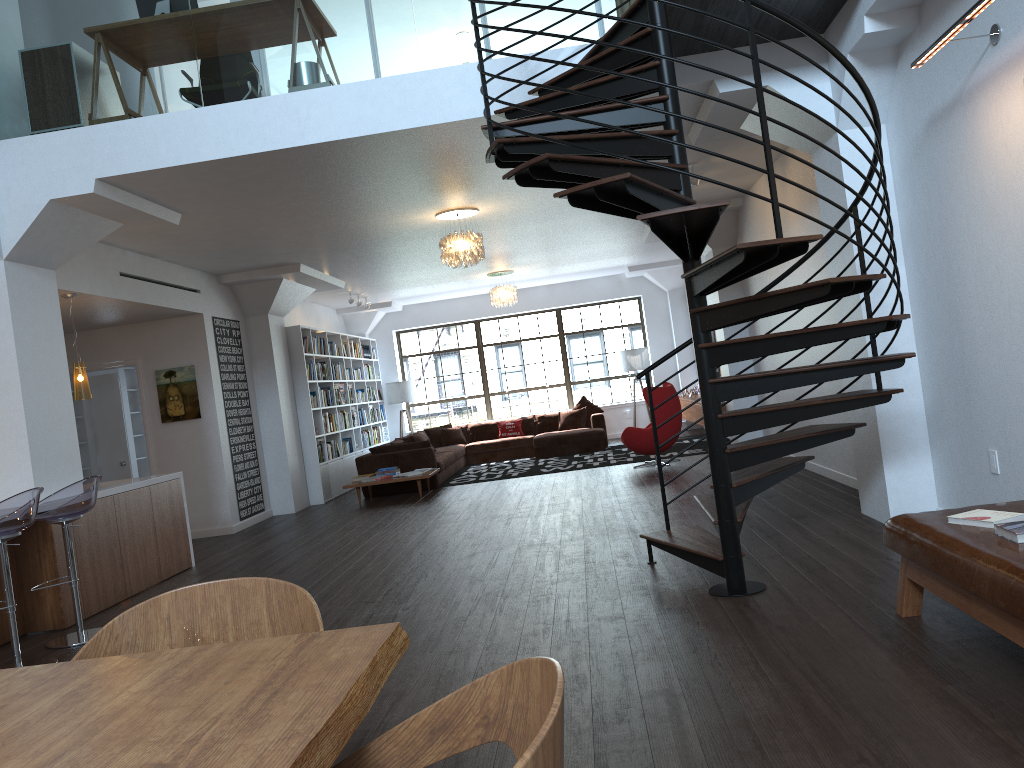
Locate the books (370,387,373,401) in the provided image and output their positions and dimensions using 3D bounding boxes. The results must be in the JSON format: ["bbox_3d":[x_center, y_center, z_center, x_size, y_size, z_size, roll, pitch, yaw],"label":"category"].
[{"bbox_3d":[-2.551,0.188,15.593,0.180,0.259,0.042,-8,0,4],"label":"books"}]

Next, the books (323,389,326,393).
[{"bbox_3d":[-2.765,0.214,12.772,0.182,0.253,0.034,-8,0,4],"label":"books"}]

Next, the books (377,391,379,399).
[{"bbox_3d":[-2.501,0.201,16.052,0.161,0.222,0.084,-8,0,4],"label":"books"}]

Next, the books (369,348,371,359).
[{"bbox_3d":[-2.631,-0.555,15.877,0.183,0.253,0.042,-8,0,4],"label":"books"}]

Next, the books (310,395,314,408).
[{"bbox_3d":[-2.783,0.250,12.098,0.134,0.184,0.030,-8,0,4],"label":"books"}]

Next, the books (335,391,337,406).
[{"bbox_3d":[-2.706,0.222,13.270,0.161,0.223,0.032,-8,0,4],"label":"books"}]

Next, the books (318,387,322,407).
[{"bbox_3d":[-2.782,0.200,12.420,0.197,0.283,0.065,-8,0,4],"label":"books"}]

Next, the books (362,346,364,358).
[{"bbox_3d":[-2.651,-0.538,15.366,0.161,0.223,0.032,-8,0,4],"label":"books"}]

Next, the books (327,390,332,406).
[{"bbox_3d":[-2.731,0.216,12.904,0.174,0.239,0.045,-8,0,4],"label":"books"}]

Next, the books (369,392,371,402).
[{"bbox_3d":[-2.546,0.205,15.403,0.161,0.223,0.032,-8,0,4],"label":"books"}]

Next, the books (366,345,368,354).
[{"bbox_3d":[-2.650,-0.553,15.703,0.183,0.253,0.042,-8,0,4],"label":"books"}]

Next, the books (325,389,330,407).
[{"bbox_3d":[-2.740,0.211,12.804,0.182,0.253,0.034,-8,0,4],"label":"books"}]

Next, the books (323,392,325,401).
[{"bbox_3d":[-2.758,0.214,12.649,0.159,0.250,0.026,-8,0,4],"label":"books"}]

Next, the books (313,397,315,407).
[{"bbox_3d":[-2.761,0.263,12.160,0.110,0.153,0.019,-8,0,4],"label":"books"}]

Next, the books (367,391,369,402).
[{"bbox_3d":[-2.560,0.207,15.285,0.161,0.223,0.032,-8,0,4],"label":"books"}]

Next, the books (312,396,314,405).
[{"bbox_3d":[-2.780,0.253,12.123,0.128,0.178,0.022,-8,0,4],"label":"books"}]

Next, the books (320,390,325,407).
[{"bbox_3d":[-2.759,0.219,12.556,0.174,0.239,0.045,-8,0,4],"label":"books"}]

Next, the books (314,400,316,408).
[{"bbox_3d":[-2.761,0.263,12.178,0.110,0.153,0.018,-8,0,4],"label":"books"}]

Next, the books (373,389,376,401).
[{"bbox_3d":[-2.532,0.198,15.769,0.174,0.236,0.142,-8,0,4],"label":"books"}]

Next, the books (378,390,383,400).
[{"bbox_3d":[-2.489,0.204,16.241,0.182,0.215,0.188,-8,0,4],"label":"books"}]

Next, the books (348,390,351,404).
[{"bbox_3d":[-2.649,0.217,14.052,0.161,0.223,0.030,-8,0,4],"label":"books"}]

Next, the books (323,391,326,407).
[{"bbox_3d":[-2.746,0.226,12.675,0.161,0.223,0.027,-8,0,4],"label":"books"}]

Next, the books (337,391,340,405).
[{"bbox_3d":[-2.692,0.220,13.388,0.161,0.223,0.032,-8,0,4],"label":"books"}]

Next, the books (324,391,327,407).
[{"bbox_3d":[-2.746,0.226,12.702,0.161,0.223,0.026,-8,0,4],"label":"books"}]

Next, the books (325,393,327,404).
[{"bbox_3d":[-2.753,0.223,12.735,0.167,0.230,0.037,-8,0,4],"label":"books"}]

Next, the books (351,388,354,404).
[{"bbox_3d":[-2.641,0.204,14.266,0.171,0.246,0.036,-8,0,4],"label":"books"}]

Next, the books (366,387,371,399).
[{"bbox_3d":[-2.560,0.192,15.441,0.183,0.253,0.042,-8,0,4],"label":"books"}]

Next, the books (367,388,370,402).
[{"bbox_3d":[-2.557,0.198,15.328,0.174,0.240,0.054,-8,0,4],"label":"books"}]

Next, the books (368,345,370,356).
[{"bbox_3d":[-2.636,-0.554,15.833,0.183,0.253,0.042,-8,0,4],"label":"books"}]

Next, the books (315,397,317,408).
[{"bbox_3d":[-2.753,0.257,12.223,0.106,0.162,0.032,-8,0,4],"label":"books"}]

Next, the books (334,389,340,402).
[{"bbox_3d":[-2.706,0.207,13.426,0.183,0.253,0.042,-8,0,4],"label":"books"}]

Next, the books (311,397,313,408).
[{"bbox_3d":[-2.778,0.252,12.050,0.128,0.178,0.022,-8,0,4],"label":"books"}]

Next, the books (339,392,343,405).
[{"bbox_3d":[-2.683,0.228,13.546,0.161,0.207,0.135,-8,0,4],"label":"books"}]

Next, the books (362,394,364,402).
[{"bbox_3d":[-2.566,0.233,14.945,0.109,0.171,0.018,-8,0,4],"label":"books"}]

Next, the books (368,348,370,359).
[{"bbox_3d":[-2.637,-0.554,15.790,0.183,0.253,0.042,-8,0,4],"label":"books"}]

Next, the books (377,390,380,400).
[{"bbox_3d":[-2.501,0.203,16.086,0.161,0.218,0.101,-8,0,4],"label":"books"}]

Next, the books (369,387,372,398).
[{"bbox_3d":[-2.551,0.192,15.553,0.160,0.251,0.039,-8,0,4],"label":"books"}]

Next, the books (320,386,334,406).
[{"bbox_3d":[-2.731,0.191,13.041,0.176,0.294,0.102,-8,0,4],"label":"books"}]

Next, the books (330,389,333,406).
[{"bbox_3d":[-2.722,0.209,12.978,0.182,0.253,0.034,-8,0,4],"label":"books"}]

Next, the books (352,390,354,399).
[{"bbox_3d":[-2.641,0.202,14.303,0.160,0.251,0.036,-8,0,4],"label":"books"}]

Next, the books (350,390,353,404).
[{"bbox_3d":[-2.636,0.215,14.162,0.161,0.223,0.030,-8,0,4],"label":"books"}]

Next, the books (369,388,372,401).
[{"bbox_3d":[-2.551,0.195,15.514,0.171,0.246,0.039,-8,0,4],"label":"books"}]

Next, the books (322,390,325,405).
[{"bbox_3d":[-2.759,0.216,12.608,0.170,0.245,0.057,-8,0,4],"label":"books"}]

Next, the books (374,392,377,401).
[{"bbox_3d":[-2.518,0.211,15.825,0.161,0.207,0.135,-8,0,4],"label":"books"}]

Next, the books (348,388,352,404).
[{"bbox_3d":[-2.648,0.202,14.092,0.174,0.251,0.051,-8,0,4],"label":"books"}]

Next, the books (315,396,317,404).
[{"bbox_3d":[-2.752,0.255,12.248,0.107,0.167,0.017,-8,0,4],"label":"books"}]

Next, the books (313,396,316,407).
[{"bbox_3d":[-2.762,0.257,12.197,0.120,0.167,0.020,-8,0,4],"label":"books"}]

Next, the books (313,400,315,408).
[{"bbox_3d":[-2.769,0.254,12.142,0.109,0.171,0.018,-8,0,4],"label":"books"}]

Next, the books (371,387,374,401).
[{"bbox_3d":[-2.539,0.190,15.679,0.183,0.253,0.042,-8,0,4],"label":"books"}]

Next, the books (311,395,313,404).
[{"bbox_3d":[-2.778,0.252,12.072,0.128,0.178,0.021,-8,0,4],"label":"books"}]

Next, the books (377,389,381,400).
[{"bbox_3d":[-2.504,0.209,16.152,0.167,0.210,0.162,-8,0,4],"label":"books"}]

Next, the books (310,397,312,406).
[{"bbox_3d":[-2.788,0.244,11.996,0.136,0.196,0.045,-8,0,4],"label":"books"}]

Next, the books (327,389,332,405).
[{"bbox_3d":[-2.735,0.210,12.945,0.182,0.253,0.034,-8,0,4],"label":"books"}]

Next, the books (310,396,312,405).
[{"bbox_3d":[-2.788,0.243,12.030,0.127,0.200,0.020,-8,0,4],"label":"books"}]

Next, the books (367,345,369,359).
[{"bbox_3d":[-2.640,-0.554,15.746,0.183,0.253,0.042,-8,0,4],"label":"books"}]

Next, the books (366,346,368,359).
[{"bbox_3d":[-2.647,-0.553,15.659,0.183,0.253,0.042,-8,0,4],"label":"books"}]

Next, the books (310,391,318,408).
[{"bbox_3d":[-2.770,0.225,12.284,0.140,0.231,0.042,-8,0,4],"label":"books"}]

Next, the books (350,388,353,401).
[{"bbox_3d":[-2.650,0.204,14.198,0.183,0.253,0.039,-8,0,4],"label":"books"}]

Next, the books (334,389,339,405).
[{"bbox_3d":[-2.703,0.213,13.313,0.174,0.240,0.054,-8,0,4],"label":"books"}]
